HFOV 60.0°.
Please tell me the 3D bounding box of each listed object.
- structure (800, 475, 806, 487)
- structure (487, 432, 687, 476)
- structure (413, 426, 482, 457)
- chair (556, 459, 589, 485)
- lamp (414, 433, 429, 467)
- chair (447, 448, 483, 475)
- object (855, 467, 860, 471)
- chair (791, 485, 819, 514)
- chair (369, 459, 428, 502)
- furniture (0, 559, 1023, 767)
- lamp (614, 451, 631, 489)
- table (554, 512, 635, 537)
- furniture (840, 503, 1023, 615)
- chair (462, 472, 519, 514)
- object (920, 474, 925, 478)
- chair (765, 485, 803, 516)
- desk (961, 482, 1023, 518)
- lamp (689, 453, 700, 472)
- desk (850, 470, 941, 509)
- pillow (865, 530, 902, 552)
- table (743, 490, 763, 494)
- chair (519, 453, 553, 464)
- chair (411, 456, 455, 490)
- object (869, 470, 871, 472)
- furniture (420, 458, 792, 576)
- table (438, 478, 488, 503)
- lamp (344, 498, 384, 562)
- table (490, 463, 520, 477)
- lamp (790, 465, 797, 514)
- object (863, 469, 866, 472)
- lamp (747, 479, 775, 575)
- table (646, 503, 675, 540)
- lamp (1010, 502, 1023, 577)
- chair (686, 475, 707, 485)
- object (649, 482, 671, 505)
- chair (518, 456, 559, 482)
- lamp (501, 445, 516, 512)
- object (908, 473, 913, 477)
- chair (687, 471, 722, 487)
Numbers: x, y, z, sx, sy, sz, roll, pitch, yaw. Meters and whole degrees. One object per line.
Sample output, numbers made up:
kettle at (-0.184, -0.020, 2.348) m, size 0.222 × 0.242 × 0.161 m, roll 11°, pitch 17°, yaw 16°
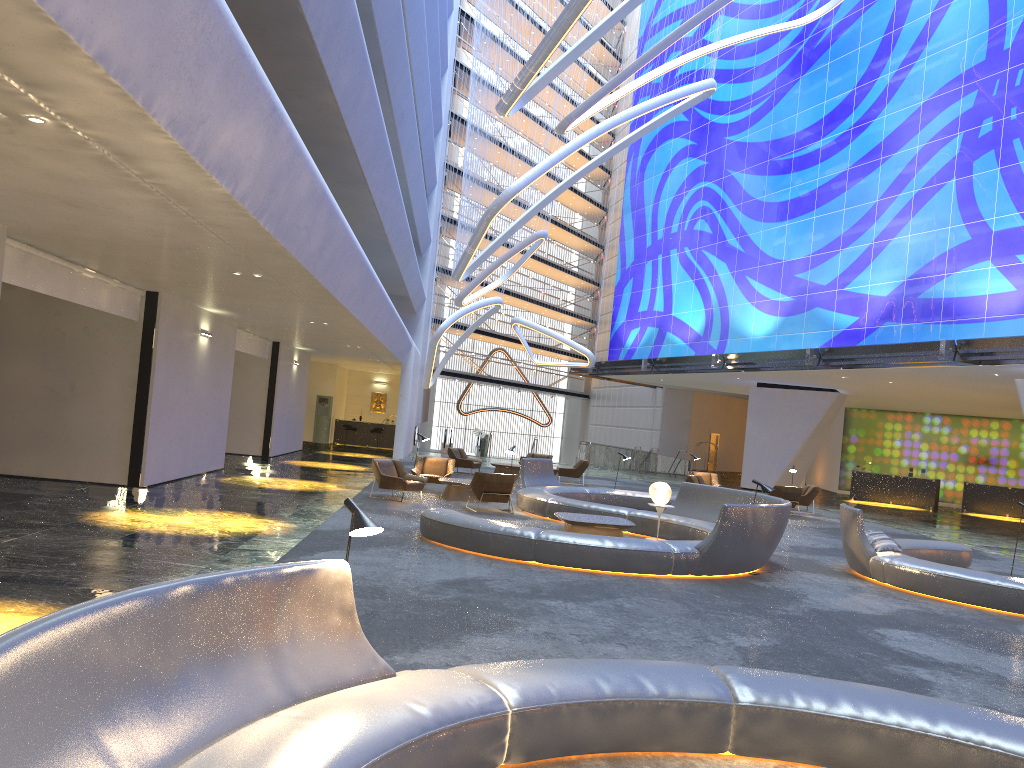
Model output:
structure at (12.817, 3.577, 39.182) m, size 1.023 × 2.050 × 0.772 m, roll 6°, pitch -1°, yaw -25°
structure at (2.510, 7.133, 50.070) m, size 9.306 × 8.396 × 19.742 m, roll 6°, pitch -2°, yaw -4°
structure at (-3.849, 6.459, 49.210) m, size 3.017 × 8.236 × 19.837 m, roll 5°, pitch -2°, yaw -4°
chair at (1.856, 2.701, 27.443) m, size 0.939 × 0.766 × 0.930 m, roll 5°, pitch -1°, yaw -2°
lamp at (-2.107, 1.762, 20.165) m, size 0.384 × 1.300 × 0.202 m, roll 5°, pitch 0°, yaw 14°
chair at (-1.462, 2.371, 27.091) m, size 0.938 × 0.766 × 0.931 m, roll 5°, pitch -2°, yaw 21°
object at (13.239, 3.258, 33.949) m, size 0.149 × 0.149 × 0.149 m, roll 5°, pitch -2°, yaw 31°
chair at (7.969, 3.172, 24.643) m, size 0.938 × 0.766 × 0.930 m, roll 5°, pitch -1°, yaw 5°
chair at (-2.281, 1.915, 17.641) m, size 0.937 × 0.766 × 0.931 m, roll 5°, pitch -2°, yaw 30°
furniture at (1.221, 1.434, 0.616) m, size 5.187 × 0.969 × 9.930 m, roll 6°, pitch -2°, yaw -7°
lamp at (2.498, 2.210, 20.390) m, size 0.384 × 1.300 × 0.202 m, roll 5°, pitch 0°, yaw 14°
table at (1.249, 2.275, 13.700) m, size 1.203 × 0.392 × 1.204 m, roll 6°, pitch -2°, yaw -3°
furniture at (7.963, 2.469, 10.432) m, size 5.189 × 0.969 × 9.927 m, roll 6°, pitch -2°, yaw -12°
chair at (-0.406, 2.071, 17.080) m, size 0.930 × 0.766 × 0.938 m, roll 6°, pitch -2°, yaw -20°
object at (15.170, 3.395, 32.728) m, size 0.150 × 0.145 × 0.150 m, roll 5°, pitch -2°, yaw 30°
chair at (7.041, 3.026, 23.201) m, size 0.930 × 0.766 × 0.938 m, roll 6°, pitch -2°, yaw -20°
desk at (18.120, 4.282, 32.285) m, size 2.973 × 1.097 × 0.815 m, roll 4°, pitch -2°, yaw 33°
lamp at (5.340, 2.717, 26.286) m, size 0.384 × 1.300 × 0.202 m, roll 5°, pitch 0°, yaw 14°
desk at (14.425, 3.975, 33.428) m, size 2.973 × 1.097 × 0.815 m, roll 4°, pitch -2°, yaw 35°
pillow at (5.323, 2.273, 12.888) m, size 0.692 × 0.262 × 0.878 m, roll 5°, pitch -2°, yaw 5°
table at (6.458, 3.223, 25.013) m, size 1.203 × 0.392 × 1.204 m, roll 6°, pitch -2°, yaw -3°
chair at (0.787, 2.653, 28.785) m, size 0.928 × 0.766 × 0.940 m, roll 5°, pitch -2°, yaw 23°
chair at (-1.791, 2.061, 20.130) m, size 0.929 × 0.766 × 0.939 m, roll 5°, pitch -2°, yaw 2°
object at (13.616, 3.324, 33.717) m, size 0.072 × 0.070 × 0.073 m, roll 5°, pitch -2°, yaw 31°
furniture at (2.034, 2.117, 15.736) m, size 5.181 × 0.969 × 9.940 m, roll 5°, pitch -2°, yaw 13°
table at (-0.989, 2.269, 18.891) m, size 1.203 × 0.392 × 1.203 m, roll 6°, pitch -2°, yaw -4°
lamp at (-0.869, 1.261, 4.665) m, size 0.202 × 1.300 × 0.383 m, roll 6°, pitch -1°, yaw -44°
table at (-0.052, 2.702, 27.478) m, size 1.202 × 0.392 × 1.205 m, roll 5°, pitch -2°, yaw 14°
lamp at (7.392, 2.799, 23.451) m, size 0.202 × 1.300 × 0.384 m, roll 5°, pitch 0°, yaw 13°
object at (13.447, 3.293, 33.821) m, size 0.107 × 0.108 × 0.111 m, roll 5°, pitch -2°, yaw 31°
lamp at (3.372, 1.965, 12.186) m, size 0.384 × 1.300 × 0.202 m, roll 5°, pitch 0°, yaw 14°
table at (2.462, 2.321, 14.823) m, size 0.418 × 0.595 × 0.428 m, roll 6°, pitch -1°, yaw -4°
lamp at (7.536, 2.398, 13.086) m, size 0.202 × 1.300 × 0.383 m, roll 6°, pitch -1°, yaw -28°
chair at (5.166, 2.870, 23.763) m, size 0.937 × 0.766 × 0.931 m, roll 5°, pitch -2°, yaw 30°
object at (2.469, 1.828, 14.793) m, size 0.367 × 0.387 × 0.318 m, roll 5°, pitch -1°, yaw 4°
chair at (0.733, 2.530, 25.835) m, size 0.940 × 0.766 × 0.928 m, roll 7°, pitch -2°, yaw -42°
lamp at (-0.055, 1.844, 17.330) m, size 0.202 × 1.300 × 0.384 m, roll 5°, pitch 0°, yaw 13°
object at (14.812, 3.369, 32.921) m, size 0.150 × 0.145 × 0.150 m, roll 5°, pitch -2°, yaw 30°
chair at (5.656, 3.016, 26.251) m, size 0.929 × 0.766 × 0.939 m, roll 5°, pitch -2°, yaw 2°
